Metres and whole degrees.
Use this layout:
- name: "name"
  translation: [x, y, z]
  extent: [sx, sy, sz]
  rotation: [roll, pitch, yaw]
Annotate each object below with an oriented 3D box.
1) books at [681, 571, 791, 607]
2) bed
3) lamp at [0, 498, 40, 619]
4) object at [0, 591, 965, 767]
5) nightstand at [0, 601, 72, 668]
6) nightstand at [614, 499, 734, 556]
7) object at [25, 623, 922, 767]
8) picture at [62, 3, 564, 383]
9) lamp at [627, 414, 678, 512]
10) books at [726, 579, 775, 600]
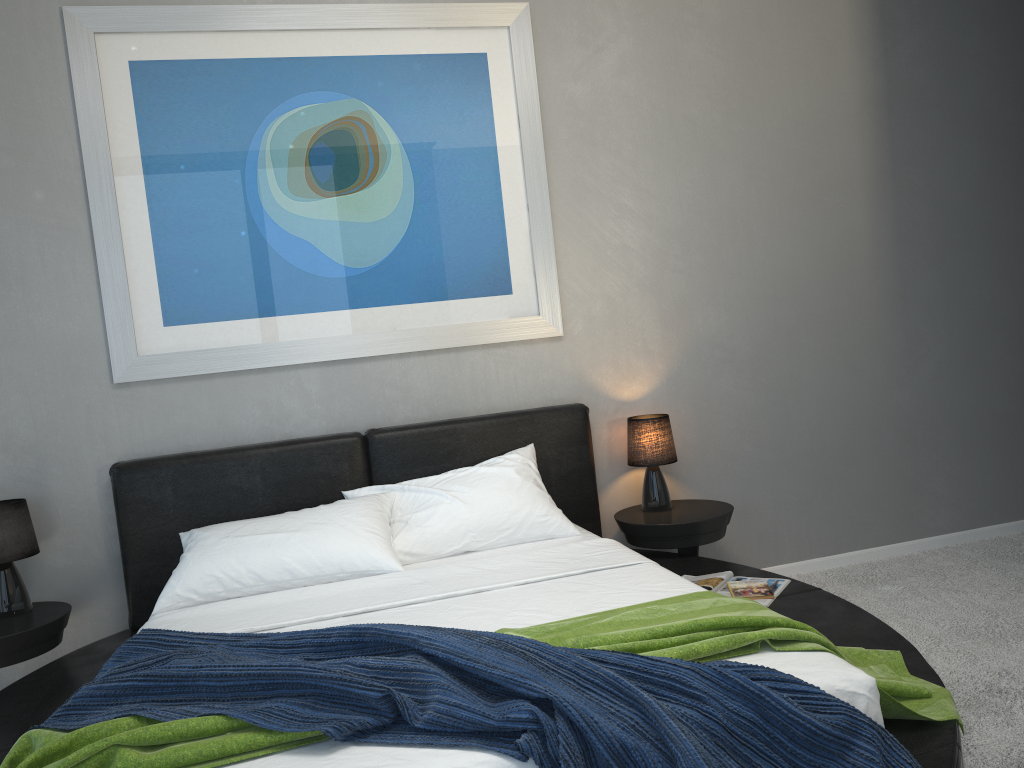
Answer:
- name: "books"
  translation: [0.727, 0.696, 3.068]
  extent: [0.395, 0.040, 0.300]
  rotation: [-5, 3, 31]
- name: "bed"
  translation: [-0.241, 0.664, 2.418]
  extent: [2.753, 0.935, 2.615]
  rotation: [-7, 3, -14]
- name: "lamp"
  translation: [-1.819, 0.625, 3.166]
  extent: [0.219, 0.400, 0.241]
  rotation: [-3, 5, 45]
- name: "object"
  translation: [-0.117, 0.745, 1.963]
  extent: [2.300, 0.343, 0.646]
  rotation: [-7, 3, -15]
- name: "nightstand"
  translation: [-1.778, 1.047, 3.089]
  extent: [0.496, 0.441, 0.496]
  rotation: [-6, 3, -3]
- name: "nightstand"
  translation: [0.699, 0.752, 3.733]
  extent: [0.497, 0.441, 0.496]
  rotation: [-5, 3, 14]
- name: "object"
  translation: [-0.241, 0.822, 1.833]
  extent: [2.155, 0.568, 0.684]
  rotation: [-5, 3, 27]
- name: "picture"
  translation: [-0.722, -0.801, 3.551]
  extent: [1.799, 1.402, 0.025]
  rotation: [-7, 4, -14]
- name: "lamp"
  translation: [0.601, 0.337, 3.791]
  extent: [0.208, 0.401, 0.219]
  rotation: [-8, 4, -34]
- name: "books"
  translation: [0.805, 0.697, 3.002]
  extent: [0.133, 0.012, 0.189]
  rotation: [-6, 2, 7]
